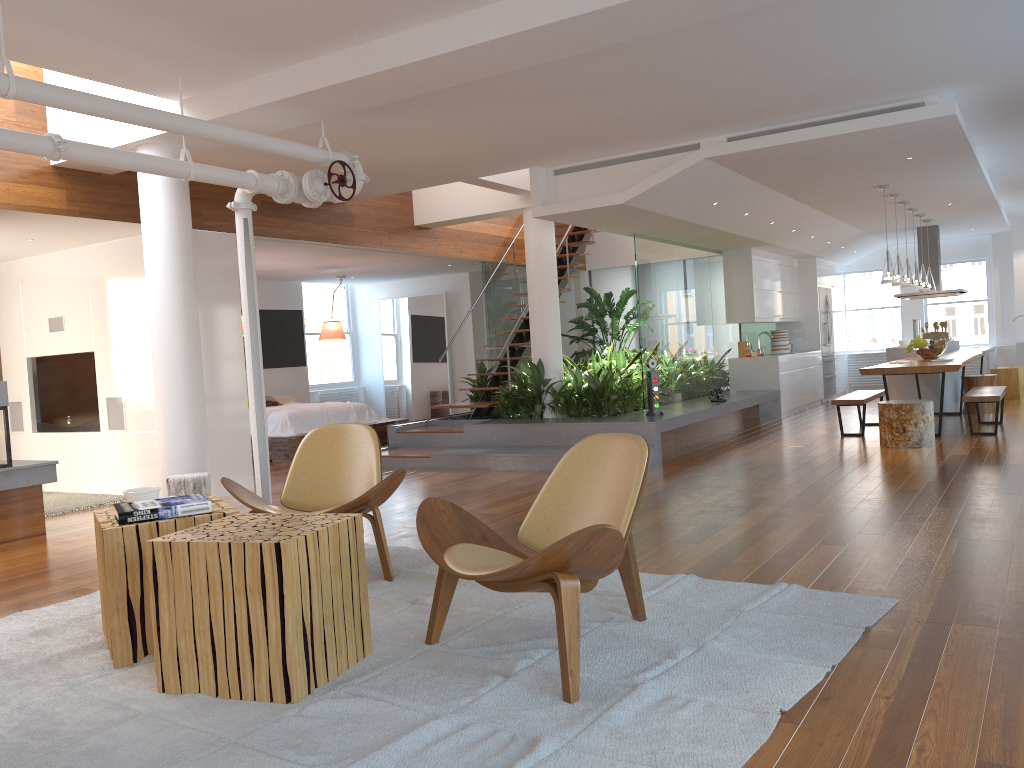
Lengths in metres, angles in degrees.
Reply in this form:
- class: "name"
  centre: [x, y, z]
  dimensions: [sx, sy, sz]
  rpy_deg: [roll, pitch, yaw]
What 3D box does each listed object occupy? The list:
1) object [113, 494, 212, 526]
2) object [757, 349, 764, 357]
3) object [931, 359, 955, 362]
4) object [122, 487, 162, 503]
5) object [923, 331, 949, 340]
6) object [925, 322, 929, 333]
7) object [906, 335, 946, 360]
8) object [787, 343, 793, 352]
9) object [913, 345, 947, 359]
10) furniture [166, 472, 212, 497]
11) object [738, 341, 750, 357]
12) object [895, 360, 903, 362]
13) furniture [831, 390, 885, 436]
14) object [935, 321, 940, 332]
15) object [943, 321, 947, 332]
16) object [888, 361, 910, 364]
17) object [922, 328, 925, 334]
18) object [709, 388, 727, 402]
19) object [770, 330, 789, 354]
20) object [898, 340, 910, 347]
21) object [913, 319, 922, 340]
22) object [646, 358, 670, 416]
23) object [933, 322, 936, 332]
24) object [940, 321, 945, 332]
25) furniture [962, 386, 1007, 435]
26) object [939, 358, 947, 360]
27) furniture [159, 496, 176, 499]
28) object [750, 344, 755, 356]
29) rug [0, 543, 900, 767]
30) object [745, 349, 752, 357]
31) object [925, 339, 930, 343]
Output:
- class: "object"
  centre: [-1.378, 0.492, 3.494]
  dimensions: [0.334, 0.048, 0.279]
  rpy_deg: [-5, 2, -28]
- class: "object"
  centre: [3.365, -0.425, 11.996]
  dimensions: [0.094, 0.106, 0.094]
  rpy_deg: [-2, 2, 37]
- class: "object"
  centre: [4.409, -0.239, 9.076]
  dimensions: [0.222, 0.020, 0.222]
  rpy_deg: [-3, 2, 23]
- class: "object"
  centre: [-1.535, 0.479, 3.687]
  dimensions: [0.152, 0.082, 0.152]
  rpy_deg: [-4, 2, -8]
- class: "object"
  centre: [6.424, -0.716, 13.445]
  dimensions: [0.353, 0.157, 0.084]
  rpy_deg: [-2, 2, 31]
- class: "object"
  centre: [6.323, -0.792, 13.513]
  dimensions: [0.055, 0.299, 0.027]
  rpy_deg: [-2, 2, 31]
- class: "object"
  centre: [4.726, -0.420, 10.086]
  dimensions: [0.394, 0.284, 0.292]
  rpy_deg: [-4, 2, -4]
- class: "object"
  centre: [4.235, -0.579, 13.804]
  dimensions: [0.284, 0.196, 0.265]
  rpy_deg: [-4, 2, -16]
- class: "object"
  centre: [4.745, -0.357, 10.063]
  dimensions: [0.360, 0.159, 0.360]
  rpy_deg: [-4, 2, -5]
- class: "furniture"
  centre: [-2.063, 0.796, 5.704]
  dimensions: [0.290, 0.418, 0.298]
  rpy_deg: [-4, 2, -6]
- class: "object"
  centre: [3.251, -0.487, 12.434]
  dimensions: [0.104, 0.222, 0.200]
  rpy_deg: [-2, 2, 32]
- class: "object"
  centre: [4.074, -0.232, 9.337]
  dimensions: [0.070, 0.030, 0.079]
  rpy_deg: [-4, 2, -5]
- class: "furniture"
  centre: [3.762, 0.308, 9.550]
  dimensions: [0.316, 0.389, 1.433]
  rpy_deg: [-2, 2, 31]
- class: "object"
  centre: [6.443, -0.795, 13.416]
  dimensions: [0.057, 0.299, 0.019]
  rpy_deg: [-2, 2, 31]
- class: "object"
  centre: [6.540, -0.800, 13.381]
  dimensions: [0.057, 0.294, 0.030]
  rpy_deg: [-2, 2, 31]
- class: "object"
  centre: [4.074, -0.226, 9.337]
  dimensions: [0.222, 0.020, 0.222]
  rpy_deg: [-4, 2, -18]
- class: "object"
  centre: [6.291, -0.773, 13.531]
  dimensions: [0.199, 0.259, 0.016]
  rpy_deg: [-2, 3, 42]
- class: "object"
  centre: [2.333, 0.124, 10.114]
  dimensions: [0.216, 0.155, 0.181]
  rpy_deg: [-4, 2, -4]
- class: "object"
  centre: [4.058, -0.639, 13.455]
  dimensions: [0.266, 0.356, 0.267]
  rpy_deg: [-5, 2, -33]
- class: "object"
  centre: [5.104, -0.528, 11.540]
  dimensions: [0.152, 0.082, 0.152]
  rpy_deg: [-4, 2, -19]
- class: "object"
  centre: [5.838, -0.753, 12.739]
  dimensions: [0.172, 0.356, 0.120]
  rpy_deg: [-4, 2, -10]
- class: "object"
  centre: [1.416, 0.031, 8.652]
  dimensions: [0.134, 0.565, 0.318]
  rpy_deg: [-4, 2, -22]
- class: "object"
  centre: [6.424, -0.796, 13.451]
  dimensions: [0.061, 0.299, 0.040]
  rpy_deg: [-3, 2, 29]
- class: "object"
  centre: [6.499, -0.797, 13.385]
  dimensions: [0.068, 0.298, 0.039]
  rpy_deg: [-2, 2, 31]
- class: "furniture"
  centre: [4.779, 0.265, 8.927]
  dimensions: [0.316, 0.389, 1.433]
  rpy_deg: [-2, 2, 31]
- class: "object"
  centre: [4.409, -0.245, 9.076]
  dimensions: [0.070, 0.030, 0.079]
  rpy_deg: [-4, 2, -15]
- class: "furniture"
  centre: [-2.056, 0.852, 5.289]
  dimensions: [0.294, 0.333, 0.292]
  rpy_deg: [-4, 2, 2]
- class: "object"
  centre: [3.393, -0.477, 12.639]
  dimensions: [0.100, 0.170, 0.173]
  rpy_deg: [-2, 2, 33]
- class: "rug"
  centre: [-0.909, 0.991, 3.119]
  dimensions: [3.525, 0.057, 3.478]
  rpy_deg: [-2, 2, 36]
- class: "object"
  centre: [3.234, -0.421, 12.131]
  dimensions: [0.094, 0.106, 0.094]
  rpy_deg: [-2, 2, 37]
- class: "object"
  centre: [5.252, -0.529, 11.305]
  dimensions: [0.152, 0.082, 0.152]
  rpy_deg: [-4, 2, -8]
